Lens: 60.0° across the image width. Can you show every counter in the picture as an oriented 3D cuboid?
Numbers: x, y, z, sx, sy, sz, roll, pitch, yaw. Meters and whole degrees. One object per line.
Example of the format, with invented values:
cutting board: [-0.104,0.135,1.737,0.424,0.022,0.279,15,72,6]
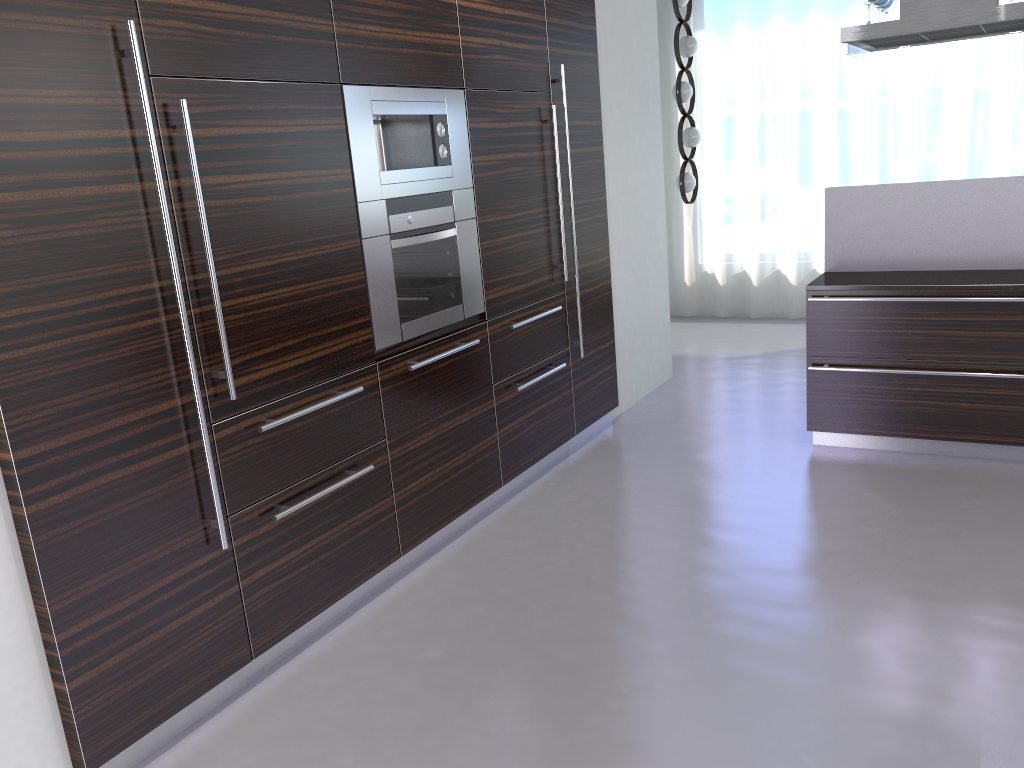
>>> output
counter: [3.233,-0.379,4.214,3.291,1.300,1.302,3,16,30]

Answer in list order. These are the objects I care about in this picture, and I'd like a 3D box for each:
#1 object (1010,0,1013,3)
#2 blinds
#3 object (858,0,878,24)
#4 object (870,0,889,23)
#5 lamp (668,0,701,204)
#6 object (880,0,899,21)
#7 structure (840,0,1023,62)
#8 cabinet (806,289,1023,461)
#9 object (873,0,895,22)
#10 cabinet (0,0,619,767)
object: [2.685,-2.061,4.766,0.137,0.174,0.137,-6,14,-4]
blinds: [2.775,-2.065,7.303,3.245,3.112,0.120,3,16,30]
object: [1.854,-1.970,4.606,0.125,0.221,0.125,-15,17,-33]
object: [1.960,-2.014,4.741,0.125,0.221,0.125,-15,17,-33]
lamp: [1.318,-2.584,6.794,0.180,2.370,0.367,1,15,24]
object: [2.110,-2.092,4.994,0.125,0.221,0.125,-15,17,-33]
structure: [2.295,-2.389,4.571,0.981,1.231,0.915,3,16,30]
cabinet: [3.246,-0.160,4.260,3.285,0.852,1.377,3,16,30]
object: [2.037,-2.054,4.872,0.125,0.221,0.125,-15,17,-33]
cabinet: [-0.589,-0.535,3.725,0.669,2.500,3.600,3,16,30]
